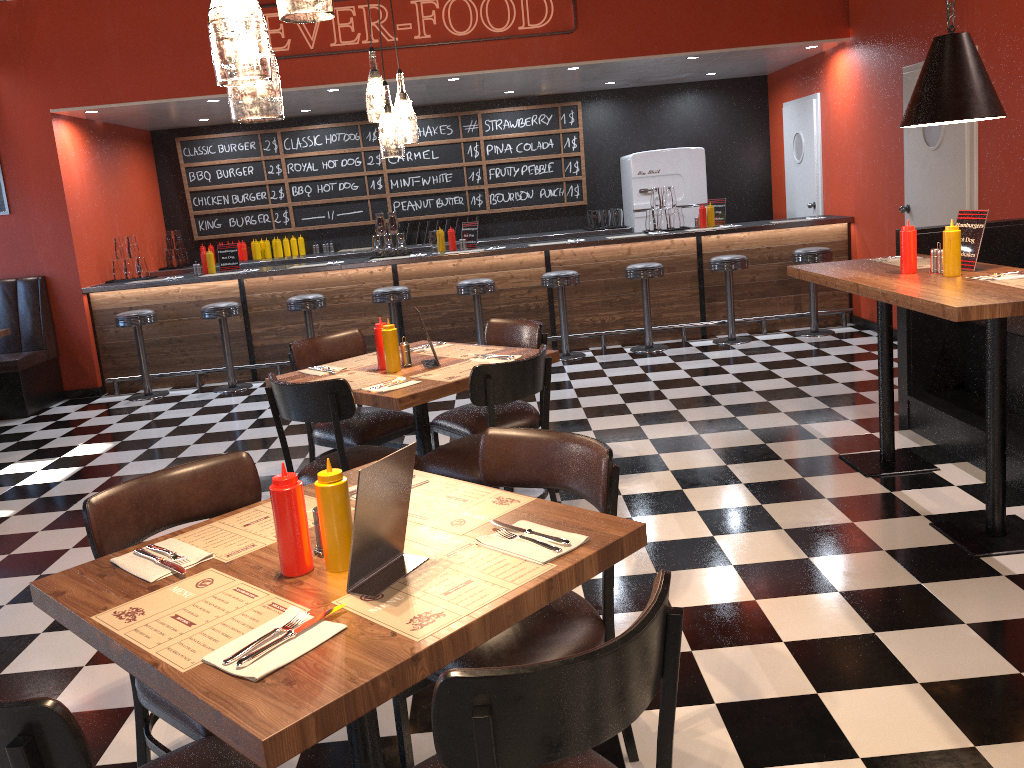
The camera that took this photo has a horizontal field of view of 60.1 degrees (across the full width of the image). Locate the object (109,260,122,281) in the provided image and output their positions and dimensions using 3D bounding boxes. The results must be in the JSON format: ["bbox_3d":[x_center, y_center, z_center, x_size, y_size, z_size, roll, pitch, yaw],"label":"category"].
[{"bbox_3d":[-3.780,-1.076,8.431,0.105,0.207,0.106,-8,11,-15],"label":"object"}]

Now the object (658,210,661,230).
[{"bbox_3d":[1.462,-1.595,8.600,0.105,0.207,0.106,5,14,43],"label":"object"}]

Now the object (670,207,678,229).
[{"bbox_3d":[1.580,-1.606,8.602,0.105,0.207,0.106,5,14,43],"label":"object"}]

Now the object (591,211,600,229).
[{"bbox_3d":[0.924,-1.799,9.767,0.105,0.207,0.106,5,14,43],"label":"object"}]

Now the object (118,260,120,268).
[{"bbox_3d":[-3.796,-1.098,8.540,0.105,0.207,0.106,-8,11,-15],"label":"object"}]

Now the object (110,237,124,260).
[{"bbox_3d":[-3.747,-1.284,8.396,0.105,0.207,0.106,-8,11,-15],"label":"object"}]

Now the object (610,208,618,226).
[{"bbox_3d":[1.173,-1.893,10.093,0.105,0.207,0.106,5,14,43],"label":"object"}]

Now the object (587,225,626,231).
[{"bbox_3d":[1.055,-1.735,9.859,0.437,0.018,0.275,-5,12,-1],"label":"object"}]

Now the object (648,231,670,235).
[{"bbox_3d":[1.366,-1.416,8.272,0.157,0.019,0.257,-6,12,-5],"label":"object"}]

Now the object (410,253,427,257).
[{"bbox_3d":[-0.869,-1.200,8.226,0.157,0.019,0.257,-6,12,-5],"label":"object"}]

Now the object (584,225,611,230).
[{"bbox_3d":[1.038,-1.798,10.158,0.437,0.018,0.275,-5,12,-1],"label":"object"}]

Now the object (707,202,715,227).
[{"bbox_3d":[1.897,-1.616,8.454,0.068,0.236,0.068,-11,12,-31],"label":"object"}]

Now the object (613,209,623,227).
[{"bbox_3d":[1.171,-1.822,9.766,0.105,0.207,0.106,5,14,43],"label":"object"}]

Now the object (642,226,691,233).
[{"bbox_3d":[1.496,-1.492,8.568,0.437,0.018,0.275,-5,12,-1],"label":"object"}]

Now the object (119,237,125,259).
[{"bbox_3d":[-3.754,-1.303,8.486,0.105,0.207,0.106,-8,11,-15],"label":"object"}]

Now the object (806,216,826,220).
[{"bbox_3d":[2.853,-1.563,8.319,0.157,0.019,0.257,-3,12,9],"label":"object"}]

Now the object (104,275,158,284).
[{"bbox_3d":[-3.648,-1.004,8.499,0.437,0.018,0.275,-5,12,-1],"label":"object"}]

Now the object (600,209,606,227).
[{"bbox_3d":[1.043,-1.903,10.193,0.105,0.207,0.106,5,14,43],"label":"object"}]

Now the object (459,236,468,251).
[{"bbox_3d":[-0.465,-1.332,8.391,0.047,0.135,0.094,-14,14,-40],"label":"object"}]

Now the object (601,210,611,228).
[{"bbox_3d":[1.043,-1.821,9.816,0.105,0.207,0.106,5,14,43],"label":"object"}]

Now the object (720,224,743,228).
[{"bbox_3d":[2.045,-1.486,8.309,0.157,0.019,0.257,-6,12,-5],"label":"object"}]

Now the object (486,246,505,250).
[{"bbox_3d":[-0.147,-1.263,8.211,0.157,0.019,0.257,-2,13,15],"label":"object"}]

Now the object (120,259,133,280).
[{"bbox_3d":[-3.670,-1.084,8.422,0.105,0.207,0.106,-8,11,-15],"label":"object"}]

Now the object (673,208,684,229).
[{"bbox_3d":[1.595,-1.582,8.486,0.105,0.207,0.106,5,14,43],"label":"object"}]

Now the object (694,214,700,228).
[{"bbox_3d":[1.800,-1.569,8.519,0.094,0.135,0.047,-6,10,-6],"label":"object"}]

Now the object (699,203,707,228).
[{"bbox_3d":[1.813,-1.600,8.416,0.068,0.236,0.068,1,12,30],"label":"object"}]

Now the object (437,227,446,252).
[{"bbox_3d":[-0.680,-1.385,8.481,0.068,0.236,0.068,-3,10,12],"label":"object"}]

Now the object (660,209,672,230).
[{"bbox_3d":[1.473,-1.572,8.492,0.105,0.207,0.106,5,14,43],"label":"object"}]

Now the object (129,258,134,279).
[{"bbox_3d":[-3.681,-1.107,8.530,0.105,0.207,0.106,-8,11,-15],"label":"object"}]

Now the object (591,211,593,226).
[{"bbox_3d":[0.933,-1.823,9.873,0.105,0.207,0.106,5,14,43],"label":"object"}]

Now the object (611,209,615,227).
[{"bbox_3d":[1.161,-1.846,9.880,0.105,0.207,0.106,5,14,43],"label":"object"}]

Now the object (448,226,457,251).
[{"bbox_3d":[-0.574,-1.388,8.450,0.068,0.236,0.068,-3,10,12],"label":"object"}]

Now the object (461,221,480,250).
[{"bbox_3d":[-0.405,-1.417,8.463,0.188,0.255,0.073,2,12,34],"label":"object"}]

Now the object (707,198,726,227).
[{"bbox_3d":[1.974,-1.658,8.569,0.188,0.255,0.073,2,12,34],"label":"object"}]

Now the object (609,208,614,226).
[{"bbox_3d":[1.176,-1.921,10.217,0.105,0.207,0.106,5,14,43],"label":"object"}]

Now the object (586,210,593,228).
[{"bbox_3d":[0.902,-1.888,10.181,0.105,0.207,0.106,5,14,43],"label":"object"}]

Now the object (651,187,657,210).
[{"bbox_3d":[1.389,-1.791,8.555,0.105,0.207,0.106,5,14,43],"label":"object"}]

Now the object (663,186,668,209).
[{"bbox_3d":[1.504,-1.804,8.566,0.105,0.207,0.106,5,14,43],"label":"object"}]

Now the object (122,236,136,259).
[{"bbox_3d":[-3.630,-1.293,8.386,0.105,0.207,0.106,-8,11,-15],"label":"object"}]

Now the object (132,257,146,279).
[{"bbox_3d":[-3.548,-1.094,8.417,0.105,0.207,0.106,-8,11,-15],"label":"object"}]

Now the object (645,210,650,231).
[{"bbox_3d":[1.347,-1.587,8.610,0.105,0.207,0.106,5,14,43],"label":"object"}]

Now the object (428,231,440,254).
[{"bbox_3d":[-0.727,-1.333,8.331,0.105,0.207,0.106,5,14,43],"label":"object"}]

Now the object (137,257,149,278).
[{"bbox_3d":[-3.563,-1.118,8.532,0.105,0.207,0.106,-8,11,-15],"label":"object"}]

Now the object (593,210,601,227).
[{"bbox_3d":[0.969,-1.871,10.077,0.105,0.207,0.106,5,14,43],"label":"object"}]

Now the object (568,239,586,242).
[{"bbox_3d":[0.600,-1.342,8.258,0.157,0.019,0.257,-5,12,0],"label":"object"}]

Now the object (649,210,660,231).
[{"bbox_3d":[1.364,-1.564,8.501,0.105,0.207,0.106,5,14,43],"label":"object"}]

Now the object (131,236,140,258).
[{"bbox_3d":[-3.639,-1.316,8.497,0.105,0.207,0.106,-8,11,-15],"label":"object"}]

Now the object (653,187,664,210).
[{"bbox_3d":[1.396,-1.772,8.466,0.105,0.207,0.106,5,14,43],"label":"object"}]

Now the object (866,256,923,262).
[{"bbox_3d":[1.923,-0.637,4.482,0.255,0.019,0.159,-6,12,-4],"label":"object"}]

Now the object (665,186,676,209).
[{"bbox_3d":[1.513,-1.781,8.456,0.105,0.207,0.106,5,14,43],"label":"object"}]
